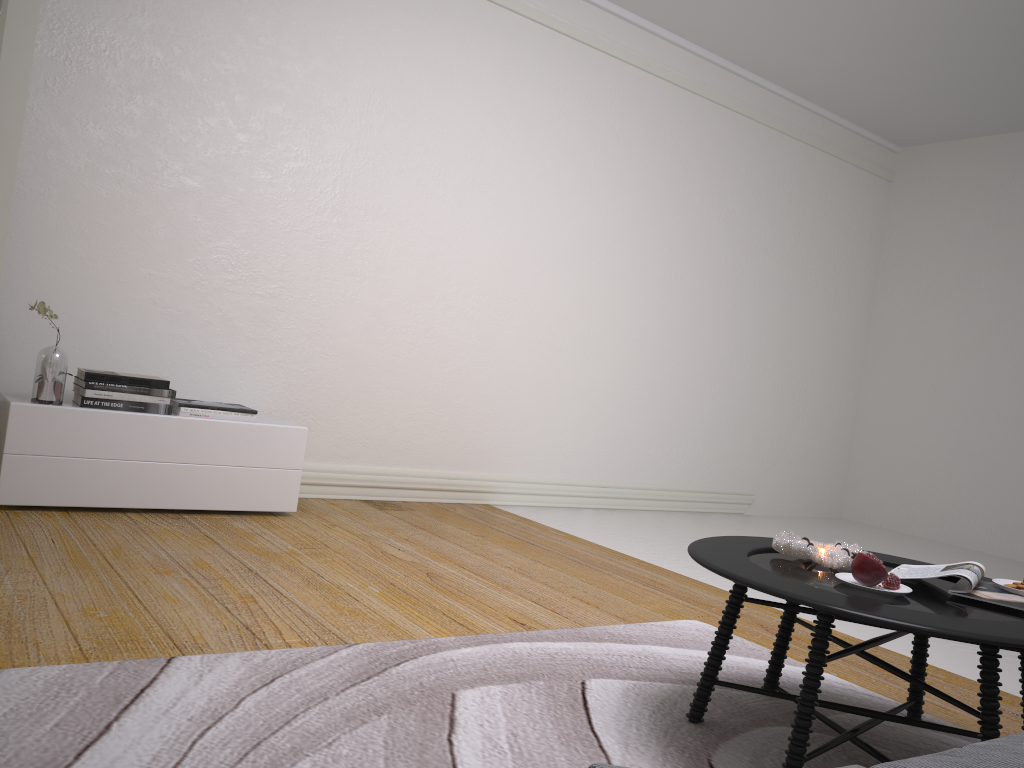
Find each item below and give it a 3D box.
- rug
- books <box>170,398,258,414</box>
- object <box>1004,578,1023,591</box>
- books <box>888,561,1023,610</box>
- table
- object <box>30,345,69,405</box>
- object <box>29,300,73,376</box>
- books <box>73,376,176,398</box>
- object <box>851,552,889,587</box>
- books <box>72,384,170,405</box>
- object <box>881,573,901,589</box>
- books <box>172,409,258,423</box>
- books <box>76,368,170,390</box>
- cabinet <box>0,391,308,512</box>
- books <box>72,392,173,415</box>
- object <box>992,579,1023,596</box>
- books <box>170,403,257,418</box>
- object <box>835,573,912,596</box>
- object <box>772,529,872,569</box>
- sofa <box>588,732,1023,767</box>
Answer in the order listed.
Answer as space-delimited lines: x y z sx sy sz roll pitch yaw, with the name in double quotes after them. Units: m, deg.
-0.274 0.746 1.363 3.777 0.008 1.914 8 1 -36 "rug"
-1.363 0.098 4.011 0.347 0.016 0.269 8 1 -34 "books"
1.287 0.500 2.199 0.119 0.036 0.120 8 1 15 "object"
1.127 0.477 2.172 0.366 0.048 0.310 9 1 33 "books"
0.864 0.691 2.129 0.962 0.449 0.925 8 1 -39 "table"
-1.842 -0.038 3.538 0.114 0.234 0.114 8 0 -3 "object"
-1.902 -0.136 3.620 0.090 0.411 0.245 8 0 23 "object"
-1.656 0.013 3.788 0.358 0.031 0.282 8 1 -36 "books"
0.818 0.424 2.021 0.088 0.082 0.110 8 0 -1 "object"
-1.664 0.043 3.772 0.335 0.031 0.254 8 1 -38 "books"
0.878 0.455 2.047 0.045 0.036 0.035 8 0 -27 "object"
-1.360 0.135 4.004 0.350 0.019 0.249 8 1 -36 "books"
-1.659 -0.022 3.777 0.331 0.038 0.254 8 1 -34 "books"
-1.592 0.314 3.939 1.223 0.400 0.451 8 1 -36 "cabinet"
-1.665 0.081 3.786 0.357 0.044 0.255 8 1 -34 "books"
1.283 0.512 2.198 0.164 0.015 0.171 9 1 36 "object"
-1.363 0.116 4.002 0.343 0.019 0.249 8 1 -38 "books"
0.825 0.460 2.025 0.167 0.015 0.168 8 1 9 "object"
0.802 0.431 2.286 0.258 0.062 0.248 8 1 -29 "object"
1.567 0.648 1.217 3.115 0.772 1.082 8 1 -36 "sofa"
